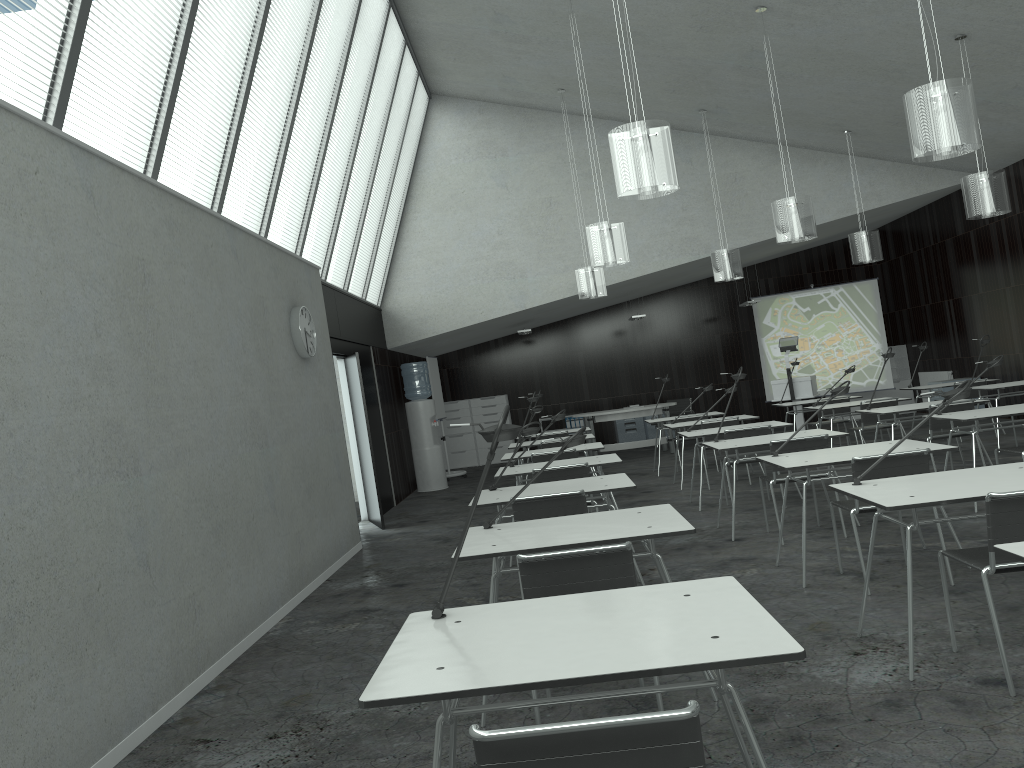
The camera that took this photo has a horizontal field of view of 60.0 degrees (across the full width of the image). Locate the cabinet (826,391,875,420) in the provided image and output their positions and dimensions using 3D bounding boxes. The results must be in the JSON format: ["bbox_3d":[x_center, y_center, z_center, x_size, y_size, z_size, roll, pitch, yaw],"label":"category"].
[{"bbox_3d":[5.823,0.031,15.372,0.639,1.285,0.587,-8,0,2],"label":"cabinet"}]

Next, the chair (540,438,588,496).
[{"bbox_3d":[0.479,0.991,8.991,0.428,0.765,0.555,-8,0,-10],"label":"chair"}]

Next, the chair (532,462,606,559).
[{"bbox_3d":[0.377,0.983,6.138,0.428,0.765,0.555,-8,0,1],"label":"chair"}]

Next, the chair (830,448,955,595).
[{"bbox_3d":[1.933,0.754,4.613,0.428,0.765,0.555,-8,0,2],"label":"chair"}]

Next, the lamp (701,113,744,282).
[{"bbox_3d":[2.498,-2.558,10.859,0.350,2.307,0.359,-8,0,2],"label":"lamp"}]

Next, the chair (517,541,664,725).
[{"bbox_3d":[0.264,0.975,3.141,0.428,0.765,0.555,-8,0,2],"label":"chair"}]

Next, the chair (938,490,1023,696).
[{"bbox_3d":[1.844,0.756,3.188,0.428,0.765,0.555,-8,0,3],"label":"chair"}]

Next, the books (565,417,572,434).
[{"bbox_3d":[0.995,0.810,15.653,0.072,0.320,0.262,-8,0,2],"label":"books"}]

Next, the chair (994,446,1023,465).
[{"bbox_3d":[3.558,0.539,5.931,0.428,0.765,0.555,-8,0,2],"label":"chair"}]

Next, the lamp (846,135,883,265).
[{"bbox_3d":[4.206,-2.521,10.792,0.350,1.761,0.359,-8,0,2],"label":"lamp"}]

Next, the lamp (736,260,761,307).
[{"bbox_3d":[3.494,-3.164,13.939,0.212,3.595,0.600,-8,0,2],"label":"lamp"}]

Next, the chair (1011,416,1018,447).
[{"bbox_3d":[5.276,0.322,8.775,0.428,0.765,0.555,-8,0,1],"label":"chair"}]

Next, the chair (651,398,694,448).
[{"bbox_3d":[2.635,0.706,14.442,0.560,0.825,0.587,-8,-1,41],"label":"chair"}]

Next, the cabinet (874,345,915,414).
[{"bbox_3d":[6.464,-0.058,15.347,0.639,1.285,0.587,-8,0,2],"label":"cabinet"}]

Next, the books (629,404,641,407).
[{"bbox_3d":[1.858,0.362,13.378,0.164,0.032,0.183,-8,0,15],"label":"books"}]

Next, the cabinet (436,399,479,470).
[{"bbox_3d":[-0.964,0.981,15.634,0.639,1.292,0.587,-8,0,2],"label":"cabinet"}]

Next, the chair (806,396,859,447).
[{"bbox_3d":[3.699,0.553,10.290,0.428,0.765,0.555,-8,0,0],"label":"chair"}]

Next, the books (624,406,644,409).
[{"bbox_3d":[1.841,0.390,13.419,0.210,0.021,0.297,-8,0,-15],"label":"books"}]

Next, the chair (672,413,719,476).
[{"bbox_3d":[2.126,0.773,10.447,0.428,0.765,0.555,-8,0,1],"label":"chair"}]

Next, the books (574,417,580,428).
[{"bbox_3d":[1.154,0.788,15.647,0.072,0.320,0.262,-8,0,2],"label":"books"}]

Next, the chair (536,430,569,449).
[{"bbox_3d":[0.524,0.996,10.431,0.428,0.765,0.555,-8,0,4],"label":"chair"}]

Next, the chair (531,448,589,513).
[{"bbox_3d":[0.415,0.989,7.536,0.428,0.765,0.555,-8,0,6],"label":"chair"}]

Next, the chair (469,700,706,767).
[{"bbox_3d":[0.177,0.975,1.680,0.428,0.765,0.555,-8,0,2],"label":"chair"}]

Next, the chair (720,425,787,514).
[{"bbox_3d":[1.985,0.769,7.442,0.428,0.765,0.555,-8,0,4],"label":"chair"}]

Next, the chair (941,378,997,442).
[{"bbox_3d":[5.294,0.332,10.360,0.428,0.765,0.555,-8,0,0],"label":"chair"}]

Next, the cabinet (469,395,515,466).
[{"bbox_3d":[-0.323,0.892,15.609,0.639,1.292,0.587,-8,0,2],"label":"cabinet"}]

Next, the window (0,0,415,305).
[{"bbox_3d":[-1.739,-2.727,5.472,1.144,3.101,12.775,-8,0,2],"label":"window"}]

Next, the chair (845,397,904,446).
[{"bbox_3d":[3.665,0.548,8.956,0.428,0.765,0.555,-8,0,-1],"label":"chair"}]

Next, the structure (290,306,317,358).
[{"bbox_3d":[-1.624,-0.449,6.916,0.077,0.446,0.446,-8,0,2],"label":"structure"}]

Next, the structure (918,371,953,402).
[{"bbox_3d":[6.732,0.123,14.047,0.079,0.688,1.129,-8,0,2],"label":"structure"}]

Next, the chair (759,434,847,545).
[{"bbox_3d":[1.938,0.765,6.029,0.428,0.765,0.555,-8,0,2],"label":"chair"}]

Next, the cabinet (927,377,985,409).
[{"bbox_3d":[6.449,0.255,12.864,0.598,0.648,0.502,-8,0,2],"label":"cabinet"}]

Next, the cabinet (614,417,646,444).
[{"bbox_3d":[2.060,0.886,15.514,0.502,0.648,0.598,-8,0,2],"label":"cabinet"}]

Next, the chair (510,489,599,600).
[{"bbox_3d":[0.251,0.989,4.694,0.428,0.765,0.555,-8,0,6],"label":"chair"}]

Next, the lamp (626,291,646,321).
[{"bbox_3d":[1.727,-2.918,14.007,0.212,3.595,0.600,-8,0,2],"label":"lamp"}]

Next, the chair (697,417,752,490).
[{"bbox_3d":[2.127,0.762,9.043,0.428,0.765,0.555,-8,0,2],"label":"chair"}]

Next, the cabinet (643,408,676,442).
[{"bbox_3d":[2.569,0.815,15.495,0.502,0.648,0.598,-8,0,2],"label":"cabinet"}]

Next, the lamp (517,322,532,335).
[{"bbox_3d":[-0.041,-2.671,14.075,0.212,3.595,0.600,-8,0,2],"label":"lamp"}]

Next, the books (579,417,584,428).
[{"bbox_3d":[1.228,0.778,15.644,0.072,0.320,0.262,-8,0,2],"label":"books"}]

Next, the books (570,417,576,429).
[{"bbox_3d":[1.080,0.798,15.650,0.072,0.320,0.262,-8,0,2],"label":"books"}]

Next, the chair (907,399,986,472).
[{"bbox_3d":[3.624,0.541,7.441,0.428,0.765,0.555,-8,0,-2],"label":"chair"}]

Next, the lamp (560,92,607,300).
[{"bbox_3d":[0.805,-2.596,10.925,0.350,2.848,0.359,-8,0,2],"label":"lamp"}]
